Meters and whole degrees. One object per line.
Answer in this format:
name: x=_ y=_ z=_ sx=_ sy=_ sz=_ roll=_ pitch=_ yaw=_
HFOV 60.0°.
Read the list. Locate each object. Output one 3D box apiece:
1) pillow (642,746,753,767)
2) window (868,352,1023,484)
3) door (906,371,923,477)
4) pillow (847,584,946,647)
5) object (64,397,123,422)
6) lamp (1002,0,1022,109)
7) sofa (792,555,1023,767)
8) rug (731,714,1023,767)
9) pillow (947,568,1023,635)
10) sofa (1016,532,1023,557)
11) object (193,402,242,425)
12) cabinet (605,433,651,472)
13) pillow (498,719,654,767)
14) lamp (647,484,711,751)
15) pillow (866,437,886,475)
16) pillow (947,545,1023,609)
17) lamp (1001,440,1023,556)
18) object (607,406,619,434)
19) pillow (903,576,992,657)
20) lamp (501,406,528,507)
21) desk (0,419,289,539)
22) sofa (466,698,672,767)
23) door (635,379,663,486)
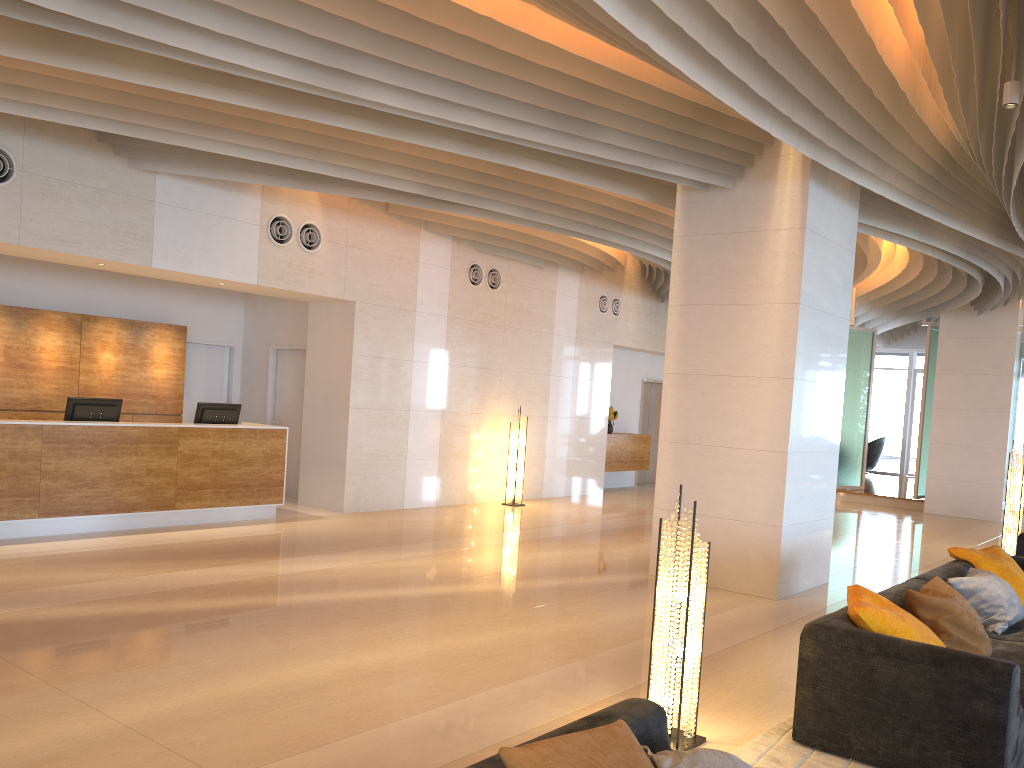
pillow: x=0.625 y=1.219 z=2.544 sx=0.433 sy=0.247 sz=0.465 roll=4 pitch=0 yaw=-16
window: x=9.384 y=0.390 z=3.339 sx=22.091 sy=3.226 sz=54.542 roll=4 pitch=-1 yaw=5
door: x=11.054 y=1.068 z=22.915 sx=1.431 sy=2.776 sz=0.061 roll=5 pitch=3 yaw=38
pillow: x=1.950 y=1.264 z=4.445 sx=0.541 sy=0.378 sz=0.644 roll=4 pitch=0 yaw=17
object: x=-4.126 y=0.355 z=8.776 sx=0.347 sy=0.436 sz=0.546 roll=5 pitch=1 yaw=39
lamp: x=3.041 y=-2.418 z=5.293 sx=0.087 sy=1.509 sz=0.090 roll=5 pitch=3 yaw=29
sofa: x=2.862 y=1.533 z=5.396 sx=0.924 sy=0.583 sz=3.844 roll=4 pitch=-1 yaw=39
rug: x=4.714 y=1.939 z=4.365 sx=5.408 sy=0.022 sz=16.510 roll=3 pitch=-1 yaw=39
pillow: x=3.071 y=1.419 z=5.740 sx=0.412 sy=0.377 sz=0.597 roll=4 pitch=0 yaw=41
sofa: x=7.243 y=1.855 z=9.373 sx=2.771 sy=0.654 sz=5.179 roll=3 pitch=-1 yaw=39
object: x=-3.256 y=0.430 z=9.864 sx=0.347 sy=0.436 sz=0.546 roll=5 pitch=1 yaw=39
cabinet: x=1.900 y=1.235 z=16.226 sx=0.548 sy=0.663 sz=1.537 roll=5 pitch=0 yaw=39
pillow: x=0.273 y=1.155 z=2.378 sx=0.389 sy=0.392 sz=0.616 roll=4 pitch=0 yaw=41
lamp: x=0.780 y=1.077 z=4.138 sx=0.245 sy=1.200 sz=0.254 roll=5 pitch=3 yaw=38
pillow: x=9.164 y=1.842 z=23.291 sx=1.114 sy=1.007 sz=1.546 roll=4 pitch=0 yaw=41
pillow: x=3.590 y=1.407 z=6.497 sx=0.649 sy=0.378 sz=0.538 roll=4 pitch=0 yaw=-30
lamp: x=6.233 y=1.425 z=10.995 sx=0.245 sy=1.453 sz=0.254 roll=5 pitch=3 yaw=38
object: x=1.768 y=0.639 z=15.856 sx=0.262 sy=0.497 sz=0.239 roll=5 pitch=2 yaw=25
pillow: x=2.413 y=1.324 z=4.912 sx=0.435 sy=0.410 sz=0.612 roll=4 pitch=0 yaw=40
lamp: x=0.068 y=1.040 z=12.883 sx=0.245 sy=1.453 sz=0.254 roll=5 pitch=3 yaw=38
desk: x=-5.056 y=0.816 z=7.808 sx=0.880 sy=1.051 sz=6.789 roll=5 pitch=0 yaw=39
sofa: x=0.528 y=1.329 z=2.194 sx=1.329 sy=0.577 sz=2.293 roll=4 pitch=-1 yaw=39
door: x=2.824 y=0.977 z=17.864 sx=0.242 sy=2.104 sz=1.430 roll=6 pitch=2 yaw=39
